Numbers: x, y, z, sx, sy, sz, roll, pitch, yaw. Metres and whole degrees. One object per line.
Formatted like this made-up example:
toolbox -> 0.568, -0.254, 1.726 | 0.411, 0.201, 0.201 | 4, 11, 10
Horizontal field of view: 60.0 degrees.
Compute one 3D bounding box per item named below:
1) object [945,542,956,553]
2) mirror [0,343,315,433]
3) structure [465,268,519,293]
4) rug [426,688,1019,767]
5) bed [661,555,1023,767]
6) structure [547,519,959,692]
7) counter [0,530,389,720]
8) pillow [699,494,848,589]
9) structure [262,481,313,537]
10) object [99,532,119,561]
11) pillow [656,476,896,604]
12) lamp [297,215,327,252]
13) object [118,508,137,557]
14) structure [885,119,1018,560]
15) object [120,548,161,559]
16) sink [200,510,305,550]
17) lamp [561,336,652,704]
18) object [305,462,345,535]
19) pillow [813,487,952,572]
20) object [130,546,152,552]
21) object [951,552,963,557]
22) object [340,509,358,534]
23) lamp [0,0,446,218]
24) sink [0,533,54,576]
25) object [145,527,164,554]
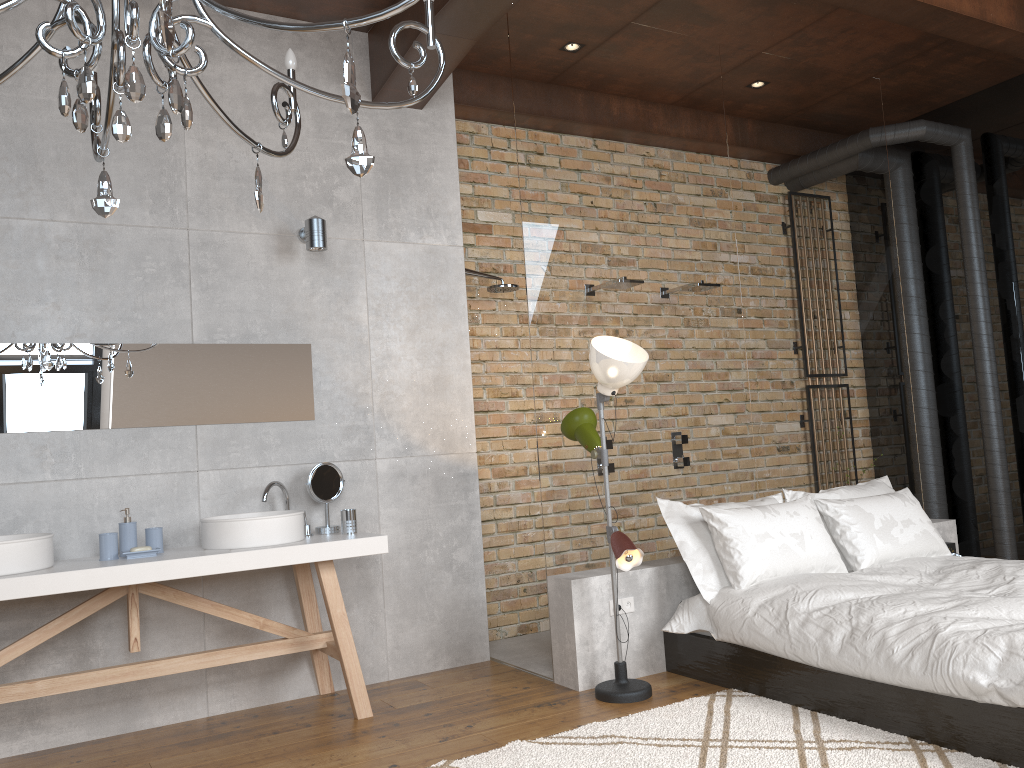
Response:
object -> 2.572, 1.035, 5.254 | 0.116, 0.178, 0.067 | -2, -5, -27
mirror -> -1.779, 0.009, 3.916 | 1.838, 0.377, 0.007 | -1, -5, -30
structure -> -0.100, 0.254, 5.084 | 0.457, 2.005, 0.217 | -1, -5, -34
rug -> 0.017, 1.263, 2.305 | 3.139, 0.019, 1.726 | -1, -5, -30
bed -> 2.155, 1.020, 3.826 | 2.300, 0.442, 2.169 | -1, -5, -30
structure -> 1.456, 1.116, 4.791 | 2.820, 0.494, 0.206 | -1, -5, -30
counter -> -1.546, 1.097, 3.634 | 2.011, 0.765, 0.630 | -1, -5, -30
pillow -> 1.255, 0.757, 4.251 | 0.744, 0.397, 0.276 | -1, -5, -30
structure -> -1.062, 0.582, 4.120 | 0.242, 0.268, 0.141 | -1, -5, -35
object -> -1.651, 0.666, 3.630 | 0.075, 0.108, 0.075 | -4, -4, 6
pillow -> 1.526, 0.772, 4.598 | 1.746, 0.517, 0.358 | -1, -5, -31
lamp -> -0.981, -0.724, 4.340 | 0.101, 0.168, 0.243 | -1, -5, -30
object -> -1.625, 0.626, 3.752 | 0.076, 0.201, 0.076 | -1, -5, -37
structure -> 2.675, -0.179, 6.296 | 0.829, 3.140, 1.189 | -1, -5, -30
object -> -1.524, 0.698, 3.642 | 0.147, 0.031, 0.100 | -2, -5, -28
sink -> -1.142, 0.642, 3.918 | 0.445, 0.128, 0.442 | -6, -5, 24
lamp -> 0.425, 0.577, 3.969 | 0.270, 1.582, 0.561 | -1, -5, -33
object -> -0.888, 0.544, 4.243 | 0.118, 0.338, 0.192 | -5, -5, 16
pillow -> 1.944, 0.763, 4.646 | 0.748, 0.385, 0.291 | -1, -5, -30
object -> -1.524, 0.684, 3.643 | 0.084, 0.035, 0.067 | -2, -5, -28
object -> 2.506, 1.000, 4.999 | 0.170, 0.094, 0.160 | -2, -5, -18
object -> -0.757, 0.639, 4.120 | 0.073, 0.111, 0.073 | -1, -6, -38
lamp -> -0.864, -1.278, 1.936 | 1.409, 1.594, 1.409 | -3, -4, -7
sink -> -2.012, 0.663, 3.418 | 0.442, 0.128, 0.445 | -8, -6, 42
object -> -1.528, 0.669, 3.789 | 0.075, 0.108, 0.075 | -3, -4, -9
